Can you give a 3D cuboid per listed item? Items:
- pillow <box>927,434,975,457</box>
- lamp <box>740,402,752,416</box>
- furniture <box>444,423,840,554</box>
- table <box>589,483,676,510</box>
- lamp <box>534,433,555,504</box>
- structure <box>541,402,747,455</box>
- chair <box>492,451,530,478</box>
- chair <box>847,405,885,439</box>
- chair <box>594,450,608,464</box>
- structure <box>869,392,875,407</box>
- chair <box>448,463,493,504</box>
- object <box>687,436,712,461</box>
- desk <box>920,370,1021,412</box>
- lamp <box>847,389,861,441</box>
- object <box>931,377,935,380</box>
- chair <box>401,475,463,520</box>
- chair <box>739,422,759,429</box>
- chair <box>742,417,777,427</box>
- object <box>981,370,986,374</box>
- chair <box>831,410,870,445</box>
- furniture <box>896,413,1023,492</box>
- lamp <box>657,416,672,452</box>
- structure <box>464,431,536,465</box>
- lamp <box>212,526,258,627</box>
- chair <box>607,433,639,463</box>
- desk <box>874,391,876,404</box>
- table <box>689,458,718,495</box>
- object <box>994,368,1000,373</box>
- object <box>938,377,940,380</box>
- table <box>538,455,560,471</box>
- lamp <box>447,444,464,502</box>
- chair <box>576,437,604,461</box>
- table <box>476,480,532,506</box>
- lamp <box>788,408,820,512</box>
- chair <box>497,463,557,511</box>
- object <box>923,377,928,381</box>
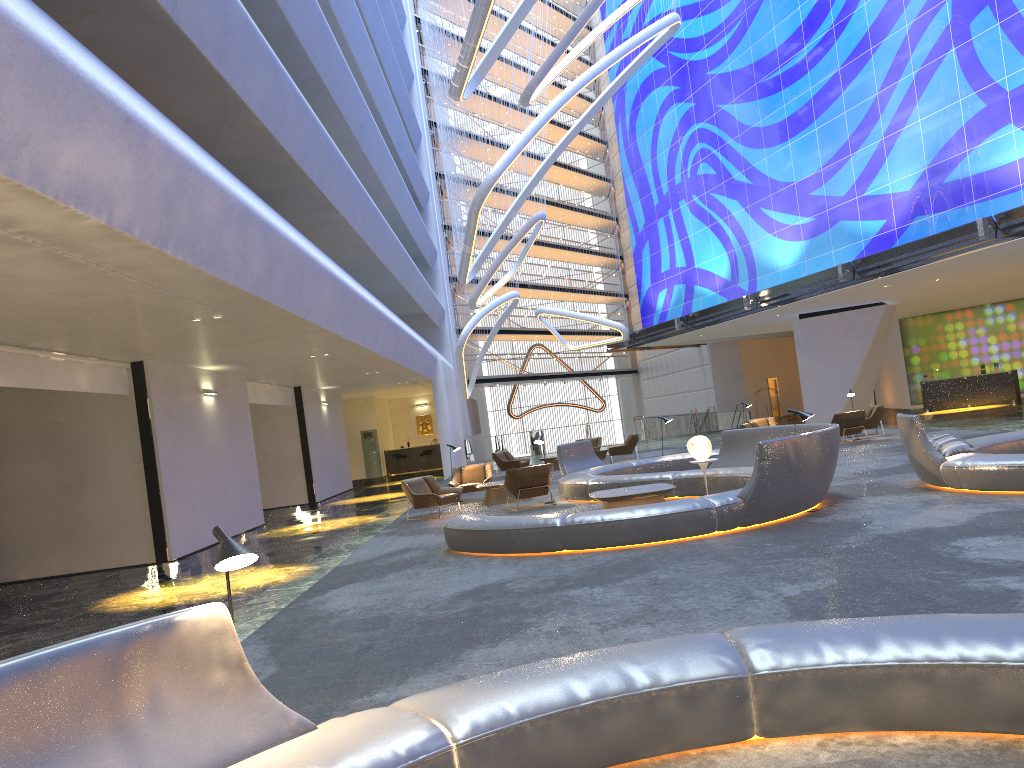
[{"bbox_3d":[5.635,0.784,11.527,0.693,0.262,0.877,-8,-2,9],"label":"pillow"},{"bbox_3d":[6.619,1.137,24.889,0.384,1.300,0.201,-8,-1,18],"label":"lamp"},{"bbox_3d":[2.588,1.364,14.607,5.192,0.969,9.921,-8,-3,17],"label":"furniture"},{"bbox_3d":[1.729,1.708,12.631,1.203,0.392,1.204,-8,-2,1],"label":"table"},{"bbox_3d":[0.600,1.565,16.351,0.202,1.300,0.384,-8,-1,17],"label":"lamp"},{"bbox_3d":[6.401,5.948,48.777,9.304,8.395,19.747,-8,-2,0],"label":"structure"},{"bbox_3d":[-0.016,2.343,26.185,0.940,0.766,0.928,-8,-2,25],"label":"chair"},{"bbox_3d":[9.169,0.991,23.056,0.939,0.766,0.929,-8,-2,9],"label":"chair"},{"bbox_3d":[2.071,2.006,24.773,0.937,0.766,0.932,-6,-2,-38],"label":"chair"},{"bbox_3d":[14.912,0.201,37.208,1.020,2.050,0.774,-7,-1,-21],"label":"structure"},{"bbox_3d":[-0.857,2.155,19.266,0.930,0.766,0.939,-8,-2,6],"label":"chair"},{"bbox_3d":[2.884,0.989,13.638,0.367,0.387,0.318,-8,-1,7],"label":"object"},{"bbox_3d":[16.191,0.256,31.347,2.984,1.097,0.812,-9,-2,39],"label":"desk"},{"bbox_3d":[8.447,0.766,21.912,0.202,1.300,0.384,-8,-1,17],"label":"lamp"},{"bbox_3d":[15.114,-0.189,31.817,0.108,0.108,0.111,-9,-2,35],"label":"object"},{"bbox_3d":[-1.527,2.139,16.821,0.941,0.766,0.928,-9,-2,34],"label":"chair"},{"bbox_3d":[6.321,1.339,22.382,0.941,0.766,0.928,-9,-2,34],"label":"chair"},{"bbox_3d":[6.991,1.356,24.828,0.930,0.766,0.939,-8,-2,6],"label":"chair"},{"bbox_3d":[16.399,-0.420,30.820,0.150,0.145,0.150,-9,-2,34],"label":"object"},{"bbox_3d":[8.141,1.068,21.685,0.928,0.766,0.940,-7,-2,-16],"label":"chair"},{"bbox_3d":[8.085,0.388,8.885,5.182,0.969,9.940,-7,-2,-8],"label":"furniture"},{"bbox_3d":[3.361,1.323,19.216,0.384,1.300,0.201,-8,-1,18],"label":"lamp"},{"bbox_3d":[0.016,6.743,48.384,3.017,8.235,19.843,-8,-2,0],"label":"structure"},{"bbox_3d":[-1.142,1.253,3.779,0.201,1.300,0.385,-7,-1,-40],"label":"lamp"},{"bbox_3d":[3.304,1.908,26.294,0.939,0.766,0.930,-8,-2,2],"label":"chair"},{"bbox_3d":[18.548,0.628,47.190,2.984,1.097,0.812,-9,-2,39],"label":"desk"},{"bbox_3d":[2.990,1.471,13.663,0.418,0.595,0.428,-8,-1,-1],"label":"table"},{"bbox_3d":[16.740,-0.475,30.601,0.150,0.145,0.150,-9,-2,34],"label":"object"},{"bbox_3d":[15.277,-0.197,31.700,0.072,0.070,0.073,-9,-2,35],"label":"object"},{"bbox_3d":[1.453,2.342,26.466,1.205,0.392,1.202,-8,-2,18],"label":"table"},{"bbox_3d":[-1.229,1.936,19.328,0.384,1.300,0.201,-8,-1,18],"label":"lamp"},{"bbox_3d":[2.342,2.096,27.710,0.931,0.766,0.937,-8,-2,27],"label":"chair"},{"bbox_3d":[-0.111,2.182,17.971,1.203,0.392,1.204,-8,-2,0],"label":"table"},{"bbox_3d":[3.624,0.932,10.970,0.384,1.300,0.201,-8,-1,18],"label":"lamp"},{"bbox_3d":[0.294,1.867,16.124,0.928,0.766,0.940,-7,-2,-16],"label":"chair"},{"bbox_3d":[14.912,-0.176,31.959,0.149,0.149,0.149,-9,-2,35],"label":"object"}]
